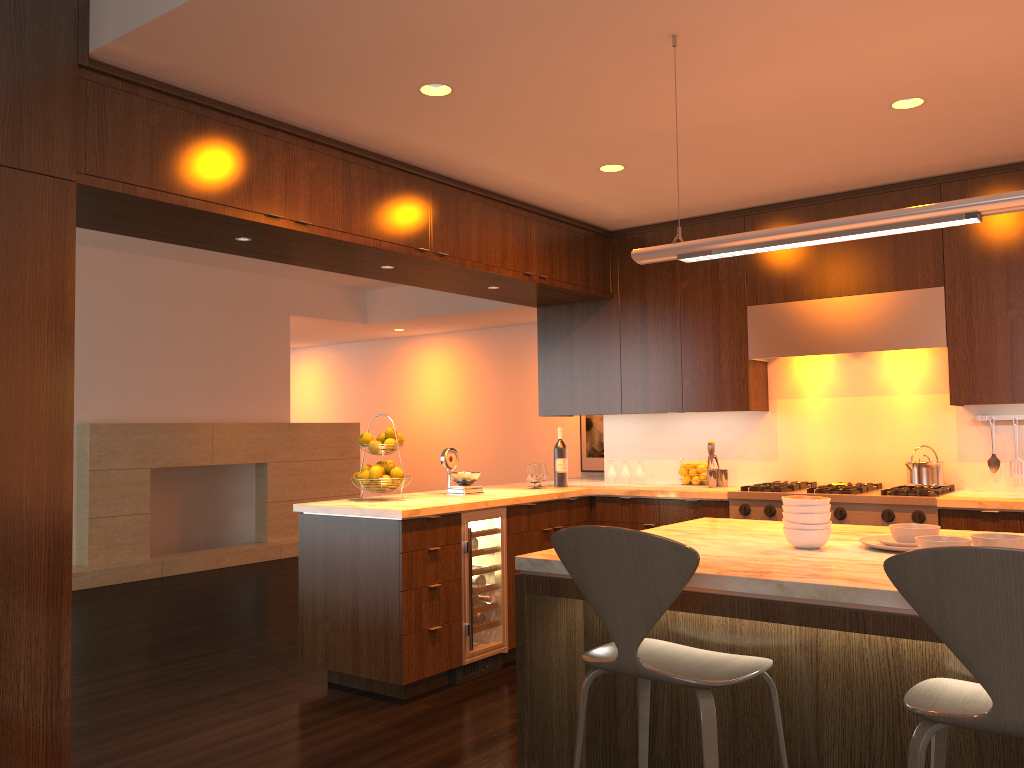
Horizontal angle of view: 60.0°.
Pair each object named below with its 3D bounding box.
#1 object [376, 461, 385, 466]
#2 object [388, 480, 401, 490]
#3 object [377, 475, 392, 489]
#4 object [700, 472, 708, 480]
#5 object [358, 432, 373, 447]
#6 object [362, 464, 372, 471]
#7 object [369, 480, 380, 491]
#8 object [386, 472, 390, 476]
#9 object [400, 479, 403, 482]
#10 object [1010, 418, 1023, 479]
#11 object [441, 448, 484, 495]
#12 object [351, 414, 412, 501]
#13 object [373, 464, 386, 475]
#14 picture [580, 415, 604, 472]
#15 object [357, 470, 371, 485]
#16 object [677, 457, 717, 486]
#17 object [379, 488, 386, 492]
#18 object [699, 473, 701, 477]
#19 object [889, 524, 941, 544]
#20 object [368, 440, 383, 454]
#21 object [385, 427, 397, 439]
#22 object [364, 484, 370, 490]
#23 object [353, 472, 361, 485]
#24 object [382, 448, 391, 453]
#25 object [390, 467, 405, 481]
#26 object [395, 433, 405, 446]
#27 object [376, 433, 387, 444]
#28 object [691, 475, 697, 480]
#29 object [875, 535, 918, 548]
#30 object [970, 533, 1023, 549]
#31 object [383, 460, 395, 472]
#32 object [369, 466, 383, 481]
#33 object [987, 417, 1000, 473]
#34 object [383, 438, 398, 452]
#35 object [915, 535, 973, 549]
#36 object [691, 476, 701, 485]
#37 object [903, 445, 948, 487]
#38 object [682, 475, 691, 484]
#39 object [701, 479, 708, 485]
[{"bbox_3d":[-0.701,0.442,4.771,0.063,0.059,0.061,0,-3,-20],"label":"object"},{"bbox_3d":[-0.634,0.531,4.743,0.078,0.075,0.078,-2,-3,15],"label":"object"},{"bbox_3d":[-0.671,0.516,4.671,0.078,0.076,0.078,-2,-3,24],"label":"object"},{"bbox_3d":[1.197,0.577,5.524,0.061,0.054,0.052,2,-4,-43],"label":"object"},{"bbox_3d":[-0.786,0.300,4.772,0.075,0.079,0.077,2,-4,-44],"label":"object"},{"bbox_3d":[-0.771,0.466,4.747,0.067,0.071,0.069,0,-3,-17],"label":"object"},{"bbox_3d":[-0.729,0.536,4.713,0.063,0.069,0.070,-1,-3,-1],"label":"object"},{"bbox_3d":[-0.647,0.477,4.785,0.070,0.072,0.071,-1,-3,1],"label":"object"},{"bbox_3d":[-0.618,0.513,4.835,0.073,0.072,0.071,0,-3,-9],"label":"object"},{"bbox_3d":[2.641,0.336,4.642,0.066,0.314,0.004,-3,-4,37],"label":"object"},{"bbox_3d":[-0.287,0.504,5.146,0.231,0.266,0.191,-3,-4,40],"label":"object"},{"bbox_3d":[-0.701,0.393,4.773,0.324,0.461,0.324,-1,-3,-4],"label":"object"},{"bbox_3d":[-0.707,0.462,4.706,0.077,0.075,0.077,-1,-3,11],"label":"object"},{"bbox_3d":[0.963,0.427,10.358,0.398,1.200,0.012,-3,-4,37],"label":"picture"},{"bbox_3d":[-0.777,0.492,4.678,0.077,0.077,0.077,2,-4,-42],"label":"object"},{"bbox_3d":[1.174,0.553,5.618,0.207,0.175,0.189,-3,-4,35],"label":"object"},{"bbox_3d":[-0.697,0.550,4.774,0.062,0.062,0.062,0,-3,-9],"label":"object"},{"bbox_3d":[1.204,0.570,5.593,0.051,0.053,0.062,0,-3,-12],"label":"object"},{"bbox_3d":[1.177,0.445,2.591,0.138,0.059,0.139,1,-3,-27],"label":"object"},{"bbox_3d":[-0.730,0.337,4.741,0.078,0.072,0.077,-1,-3,3],"label":"object"},{"bbox_3d":[-0.649,0.264,4.760,0.068,0.072,0.071,-1,-3,-7],"label":"object"},{"bbox_3d":[-0.768,0.544,4.764,0.056,0.053,0.057,-1,-3,-3],"label":"object"},{"bbox_3d":[-0.818,0.505,4.747,0.068,0.069,0.065,-2,-3,14],"label":"object"},{"bbox_3d":[-0.671,0.339,4.815,0.071,0.072,0.071,0,-3,-22],"label":"object"},{"bbox_3d":[-0.607,0.476,4.689,0.077,0.074,0.078,1,-4,-38],"label":"object"},{"bbox_3d":[-0.618,0.301,4.800,0.071,0.074,0.070,1,-4,-32],"label":"object"},{"bbox_3d":[-0.701,0.295,4.790,0.061,0.063,0.062,1,-3,-29],"label":"object"},{"bbox_3d":[1.161,0.603,5.605,0.057,0.060,0.052,0,-3,-14],"label":"object"},{"bbox_3d":[1.177,0.466,2.590,0.216,0.025,0.217,1,-4,-36],"label":"object"},{"bbox_3d":[1.307,0.437,2.379,0.138,0.059,0.139,1,-3,-27],"label":"object"},{"bbox_3d":[-0.653,0.436,4.709,0.062,0.063,0.060,-4,-4,44],"label":"object"},{"bbox_3d":[-0.710,0.468,4.637,0.068,0.077,0.079,-2,-3,13],"label":"object"},{"bbox_3d":[2.553,0.325,4.705,0.061,0.296,0.020,-3,-4,35],"label":"object"},{"bbox_3d":[-0.649,0.326,4.741,0.078,0.077,0.077,1,-4,-36],"label":"object"},{"bbox_3d":[1.140,0.438,2.342,0.138,0.059,0.139,1,-3,-27],"label":"object"},{"bbox_3d":[1.157,0.607,5.562,0.064,0.063,0.074,-1,-3,0],"label":"object"},{"bbox_3d":[2.237,0.441,4.807,0.221,0.218,0.221,-2,-3,22],"label":"object"},{"bbox_3d":[1.101,0.603,5.587,0.060,0.057,0.052,0,-3,-18],"label":"object"},{"bbox_3d":[1.215,0.607,5.559,0.051,0.053,0.063,0,-3,-12],"label":"object"}]
